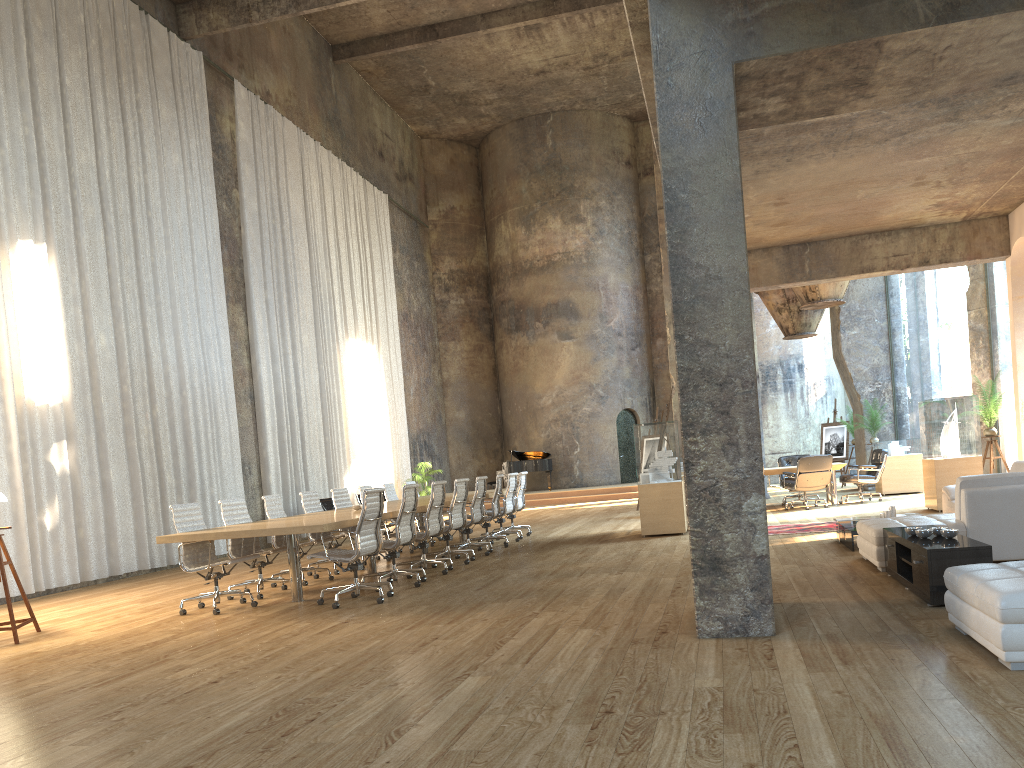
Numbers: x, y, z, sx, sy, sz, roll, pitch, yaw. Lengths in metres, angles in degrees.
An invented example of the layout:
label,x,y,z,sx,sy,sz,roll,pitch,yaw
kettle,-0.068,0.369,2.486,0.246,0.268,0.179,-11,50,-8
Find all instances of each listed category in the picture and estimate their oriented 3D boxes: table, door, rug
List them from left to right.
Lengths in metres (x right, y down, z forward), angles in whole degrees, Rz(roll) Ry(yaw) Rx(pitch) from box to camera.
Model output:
label,x,y,z,sx,sy,sz,roll,pitch,yaw
table,-1.426,1.919,11.276,1.605,0.758,7.706,-6,-5,13
door,3.543,1.903,27.032,0.898,2.301,0.091,-6,2,-28
table,5.851,2.393,21.569,1.876,0.547,0.940,-6,-4,13
table,4.574,1.841,15.483,2.416,0.701,1.103,-6,-3,13
rug,4.345,1.795,11.207,2.469,0.009,1.344,-6,-6,14
table,3.913,1.542,9.382,0.862,0.247,0.369,-6,-3,13
table,3.829,1.537,9.025,0.792,0.203,1.109,-6,-5,13

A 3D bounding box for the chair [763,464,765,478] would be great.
label,x,y,z,sx,sy,sz,roll,pitch,yaw
chair,3.913,1.747,14.898,0.730,0.894,0.820,-5,-1,7

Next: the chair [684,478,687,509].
label,x,y,z,sx,sy,sz,roll,pitch,yaw
chair,3.063,1.911,15.857,0.822,0.894,0.728,-5,-1,10

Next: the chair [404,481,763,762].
label,x,y,z,sx,sy,sz,roll,pitch,yaw
chair,1.373,1.788,13.698,12.985,1.032,31.469,-6,-6,13

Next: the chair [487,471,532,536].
label,x,y,z,sx,sy,sz,roll,pitch,yaw
chair,-0.047,1.941,14.092,0.701,1.027,0.662,-5,0,19

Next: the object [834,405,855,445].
label,x,y,z,sx,sy,sz,roll,pitch,yaw
object,7.728,0.916,19.975,0.691,0.941,0.855,-5,-1,34

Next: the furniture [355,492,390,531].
label,x,y,z,sx,sy,sz,roll,pitch,yaw
furniture,-2.691,2.746,19.193,0.710,0.842,1.869,-5,-4,13

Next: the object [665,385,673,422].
label,x,y,z,sx,sy,sz,roll,pitch,yaw
object,2.241,1.115,13.096,0.686,2.151,0.697,-5,2,12

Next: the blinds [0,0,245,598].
label,x,y,z,sx,sy,sz,roll,pitch,yaw
blinds,-5.888,-1.690,11.624,0.276,8.659,7.808,-4,-1,14

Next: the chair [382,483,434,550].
label,x,y,z,sx,sy,sz,roll,pitch,yaw
chair,-1.586,2.016,13.505,0.701,1.027,0.663,-5,0,17

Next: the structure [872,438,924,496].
label,x,y,z,sx,sy,sz,roll,pitch,yaw
structure,7.252,1.553,16.499,0.737,1.016,0.741,-5,0,13

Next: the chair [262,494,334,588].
label,x,y,z,sx,sy,sz,roll,pitch,yaw
chair,-2.415,1.748,9.975,0.701,1.027,0.663,-5,0,13

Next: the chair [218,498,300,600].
label,x,y,z,sx,sy,sz,roll,pitch,yaw
chair,-2.614,1.685,9.143,0.702,1.027,0.662,-5,0,22

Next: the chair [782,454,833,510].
label,x,y,z,sx,sy,sz,roll,pitch,yaw
chair,4.900,1.642,14.689,0.728,0.894,0.823,-5,-1,-13

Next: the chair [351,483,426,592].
label,x,y,z,sx,sy,sz,roll,pitch,yaw
chair,-1.249,1.544,8.884,0.701,1.027,0.663,-5,0,17

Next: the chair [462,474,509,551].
label,x,y,z,sx,sy,sz,roll,pitch,yaw
chair,-0.403,1.810,12.410,0.701,1.027,0.663,-5,0,13

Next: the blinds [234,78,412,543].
label,x,y,z,sx,sy,sz,roll,pitch,yaw
blinds,-3.883,-1.055,20.022,0.276,8.659,7.808,-4,-1,14

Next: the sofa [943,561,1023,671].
label,x,y,z,sx,sy,sz,roll,pitch,yaw
sofa,3.270,0.857,4.172,2.073,0.722,1.070,-6,-3,13

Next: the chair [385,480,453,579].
label,x,y,z,sx,sy,sz,roll,pitch,yaw
chair,-1.038,1.611,9.776,0.701,1.027,0.662,-5,0,19

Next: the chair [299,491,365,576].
label,x,y,z,sx,sy,sz,roll,pitch,yaw
chair,-2.210,1.818,10.884,0.701,1.027,0.662,-5,0,19

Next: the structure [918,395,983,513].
label,x,y,z,sx,sy,sz,roll,pitch,yaw
structure,6.092,0.974,12.201,0.596,1.551,0.740,-5,1,13

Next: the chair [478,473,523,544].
label,x,y,z,sx,sy,sz,roll,pitch,yaw
chair,-0.213,1.874,13.244,0.702,1.027,0.662,-5,0,22

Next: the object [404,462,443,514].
label,x,y,z,sx,sy,sz,roll,pitch,yaw
object,-2.246,2.739,22.692,1.092,1.459,1.128,-5,-1,4

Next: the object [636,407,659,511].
label,x,y,z,sx,sy,sz,roll,pitch,yaw
object,2.969,1.537,18.139,0.679,2.151,0.704,-6,2,-45

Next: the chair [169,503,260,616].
label,x,y,z,sx,sy,sz,roll,pitch,yaw
chair,-2.786,1.619,8.297,0.701,1.027,0.662,-5,0,19

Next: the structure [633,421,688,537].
label,x,y,z,sx,sy,sz,roll,pitch,yaw
structure,2.077,1.320,12.236,0.596,1.551,0.740,-5,1,13

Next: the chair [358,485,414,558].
label,x,y,z,sx,sy,sz,roll,pitch,yaw
chair,-1.797,1.948,12.613,0.701,1.027,0.662,-5,0,19

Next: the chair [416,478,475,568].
label,x,y,z,sx,sy,sz,roll,pitch,yaw
chair,-0.832,1.678,10.650,0.702,1.027,0.662,-5,0,22

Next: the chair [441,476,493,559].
label,x,y,z,sx,sy,sz,roll,pitch,yaw
chair,-0.625,1.742,11.505,0.701,1.027,0.662,-5,0,19

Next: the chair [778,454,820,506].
label,x,y,z,sx,sy,sz,roll,pitch,yaw
chair,5.240,1.749,16.097,0.731,0.894,0.819,-5,-1,14

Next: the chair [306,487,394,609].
label,x,y,z,sx,sy,sz,roll,pitch,yaw
chair,-1.471,1.474,7.963,0.701,1.027,0.662,-5,0,19

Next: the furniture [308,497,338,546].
label,x,y,z,sx,sy,sz,roll,pitch,yaw
furniture,-3.244,2.571,16.873,0.710,0.842,1.869,-5,-4,13

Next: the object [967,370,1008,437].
label,x,y,z,sx,sy,sz,roll,pitch,yaw
object,6.765,0.281,12.492,0.688,0.941,0.859,-5,-1,4

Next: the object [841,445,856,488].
label,x,y,z,sx,sy,sz,roll,pitch,yaw
object,7.858,1.857,19.974,0.659,0.974,0.569,-5,0,8

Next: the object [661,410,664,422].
label,x,y,z,sx,sy,sz,roll,pitch,yaw
object,3.305,1.687,19.999,0.687,2.151,0.696,-4,2,39

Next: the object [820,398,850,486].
label,x,y,z,sx,sy,sz,roll,pitch,yaw
object,7.787,1.414,21.142,0.704,2.151,0.679,-4,2,42

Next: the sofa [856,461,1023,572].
label,x,y,z,sx,sy,sz,roll,pitch,yaw
sofa,4.243,1.164,8.256,2.069,0.722,2.925,-6,-5,13

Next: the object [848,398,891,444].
label,x,y,z,sx,sy,sz,roll,pitch,yaw
object,7.138,0.738,17.590,0.861,0.942,0.685,-5,-1,16

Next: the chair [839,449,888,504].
label,x,y,z,sx,sy,sz,roll,pitch,yaw
chair,6.009,1.590,15.125,0.822,0.894,0.729,-5,-1,8

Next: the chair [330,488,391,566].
label,x,y,z,sx,sy,sz,roll,pitch,yaw
chair,-2.003,1.882,11.739,0.702,1.027,0.662,-5,0,22

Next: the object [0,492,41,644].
label,x,y,z,sx,sy,sz,roll,pitch,yaw
object,-4.301,1.534,7.394,0.654,1.300,0.573,-5,1,-44

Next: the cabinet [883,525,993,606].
label,x,y,z,sx,sy,sz,roll,pitch,yaw
cabinet,2.952,1.256,6.206,0.397,0.369,1.560,-5,-5,13

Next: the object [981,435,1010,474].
label,x,y,z,sx,sy,sz,roll,pitch,yaw
object,6.784,1.235,12.537,0.656,0.974,0.572,-5,0,-22

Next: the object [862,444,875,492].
label,x,y,z,sx,sy,sz,roll,pitch,yaw
object,7.351,1.664,17.514,0.654,0.974,0.573,-5,0,-41
